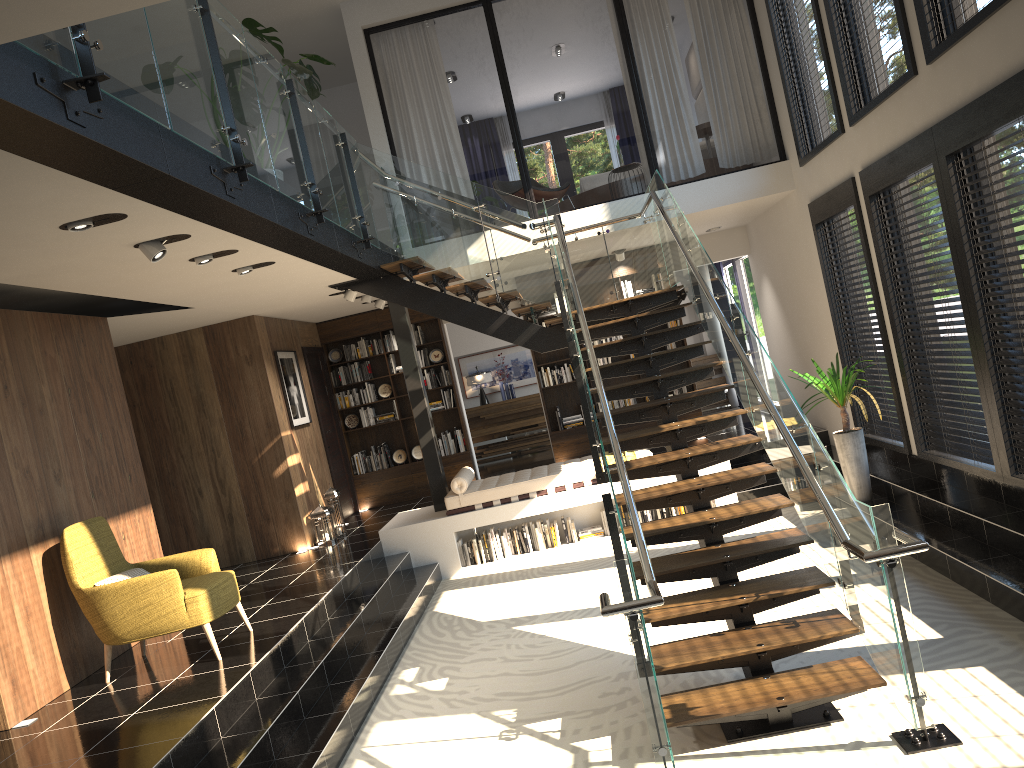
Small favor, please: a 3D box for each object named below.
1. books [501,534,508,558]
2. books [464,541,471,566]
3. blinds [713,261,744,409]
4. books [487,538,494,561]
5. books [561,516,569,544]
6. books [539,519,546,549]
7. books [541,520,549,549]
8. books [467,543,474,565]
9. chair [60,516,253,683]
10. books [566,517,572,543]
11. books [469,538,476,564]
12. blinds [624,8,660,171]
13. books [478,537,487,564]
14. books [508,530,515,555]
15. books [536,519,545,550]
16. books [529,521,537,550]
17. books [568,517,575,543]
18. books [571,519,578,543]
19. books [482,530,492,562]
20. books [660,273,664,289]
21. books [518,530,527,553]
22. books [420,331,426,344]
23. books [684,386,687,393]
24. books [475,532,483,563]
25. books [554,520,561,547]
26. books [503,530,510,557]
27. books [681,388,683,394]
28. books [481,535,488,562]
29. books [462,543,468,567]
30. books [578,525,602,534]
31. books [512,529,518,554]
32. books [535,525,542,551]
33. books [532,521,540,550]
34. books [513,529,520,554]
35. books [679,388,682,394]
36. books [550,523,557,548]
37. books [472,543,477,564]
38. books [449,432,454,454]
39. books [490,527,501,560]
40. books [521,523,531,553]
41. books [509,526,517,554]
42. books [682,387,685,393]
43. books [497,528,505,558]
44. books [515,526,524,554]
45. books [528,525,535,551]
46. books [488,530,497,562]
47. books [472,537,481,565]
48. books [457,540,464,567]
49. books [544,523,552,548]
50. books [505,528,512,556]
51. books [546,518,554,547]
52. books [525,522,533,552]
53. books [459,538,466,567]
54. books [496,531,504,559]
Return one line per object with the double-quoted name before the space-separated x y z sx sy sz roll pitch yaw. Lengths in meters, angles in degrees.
"books" -0.077 1.739 9.547 0.029 0.240 0.165 -12 2 4
"books" -0.475 1.827 9.562 0.027 0.241 0.149 -12 2 4
"blinds" 3.590 -0.894 14.762 0.161 2.771 1.079 -13 2 2
"books" -0.226 1.774 9.556 0.029 0.237 0.146 -12 2 4
"books" 0.575 1.572 9.568 0.030 0.284 0.176 -12 2 4
"books" 0.331 1.615 9.558 0.020 0.305 0.172 -12 2 4
"books" 0.353 1.616 9.561 0.023 0.293 0.157 -12 2 4
"books" -0.442 1.835 9.588 0.029 0.211 0.130 -12 2 4
"chair" -2.536 1.423 6.319 1.031 1.098 0.807 -13 2 3
"books" 0.616 1.579 9.583 0.045 0.252 0.142 -12 2 4
"books" -0.418 1.806 9.589 0.030 0.256 0.145 -12 2 4
"blinds" 1.518 -3.553 9.742 0.670 2.700 0.134 -12 2 4
"books" -0.312 1.785 9.535 0.027 0.254 0.204 -12 2 4
"books" -0.007 1.720 9.624 0.026 0.247 0.149 -12 2 4
"books" 0.309 1.620 9.565 0.026 0.305 0.187 -12 2 4
"books" 0.235 1.635 9.585 0.023 0.308 0.126 -12 2 4
"books" 0.645 1.570 9.555 0.020 0.257 0.154 -12 2 4
"books" 0.674 1.584 9.554 0.030 0.218 0.185 -12 2 4
"books" -0.264 1.739 9.534 0.030 0.322 0.202 -12 2 4
"books" 2.031 -1.393 12.103 0.028 0.227 0.165 -12 2 4
"books" 0.122 1.698 9.587 0.050 0.234 0.149 -12 2 4
"books" -1.241 -0.651 12.392 0.022 0.195 0.135 -12 2 4
"books" 2.371 0.126 12.123 0.025 0.274 0.204 -12 2 4
"books" -0.343 1.760 9.572 0.029 0.314 0.163 -12 2 4
"books" 0.488 1.605 9.542 0.050 0.258 0.215 -12 2 4
"books" -0.055 1.719 9.559 0.021 0.271 0.148 -12 2 4
"books" 2.332 0.155 12.142 0.022 0.234 0.178 -12 2 4
"books" -0.286 1.766 9.565 0.028 0.279 0.120 -12 2 4
"books" -0.499 1.839 9.561 0.024 0.229 0.171 -12 2 4
"books" 0.841 1.570 9.561 0.249 0.026 0.148 -13 1 1
"books" 0.038 1.703 9.605 0.023 0.260 0.133 -12 2 4
"books" 0.288 1.655 9.550 0.027 0.246 0.193 -12 2 4
"books" 0.260 1.640 9.575 0.025 0.287 0.169 -12 2 4
"books" 0.058 1.698 9.587 0.019 0.261 0.182 -12 2 4
"books" 2.307 0.143 12.146 0.023 0.267 0.147 -12 2 4
"books" 0.452 1.626 9.537 0.028 0.233 0.205 -12 1 4
"books" -0.391 1.816 9.580 0.020 0.225 0.156 -12 2 4
"books" -0.838 0.822 12.397 0.011 0.300 0.153 -12 2 4
"books" -0.172 1.710 9.545 0.051 0.338 0.187 -12 2 4
"books" 0.154 1.658 9.561 0.033 0.300 0.195 -12 2 4
"books" 0.013 1.696 9.621 0.025 0.285 0.137 -12 2 4
"books" 2.351 0.140 12.132 0.023 0.254 0.191 -12 2 4
"books" -0.109 1.709 9.550 0.021 0.313 0.139 -12 2 4
"books" 0.078 1.683 9.576 0.028 0.283 0.172 -12 2 4
"books" 0.214 1.658 9.588 0.029 0.271 0.128 -12 2 4
"books" -0.207 1.733 9.528 0.028 0.309 0.211 -12 2 4
"books" -0.371 1.788 9.548 0.035 0.273 0.200 -12 2 4
"books" -0.549 1.828 9.593 0.025 0.270 0.156 -12 2 4
"books" 0.387 1.630 9.575 0.034 0.252 0.151 -12 2 4
"books" -0.036 1.701 9.580 0.020 0.296 0.102 -12 2 4
"books" 0.416 1.602 9.582 0.036 0.294 0.128 -12 2 4
"books" 0.185 1.654 9.572 0.025 0.293 0.205 -12 2 4
"books" -0.527 1.816 9.576 0.024 0.286 0.130 -12 2 4
"books" -0.129 1.729 9.543 0.025 0.283 0.149 -12 2 4
